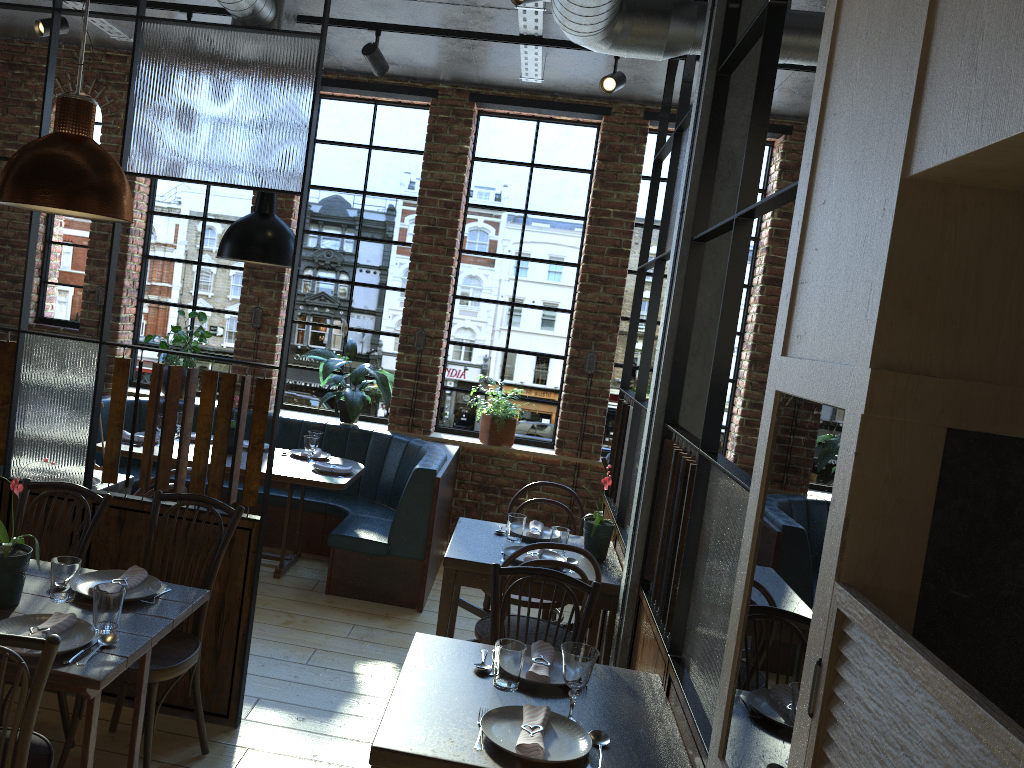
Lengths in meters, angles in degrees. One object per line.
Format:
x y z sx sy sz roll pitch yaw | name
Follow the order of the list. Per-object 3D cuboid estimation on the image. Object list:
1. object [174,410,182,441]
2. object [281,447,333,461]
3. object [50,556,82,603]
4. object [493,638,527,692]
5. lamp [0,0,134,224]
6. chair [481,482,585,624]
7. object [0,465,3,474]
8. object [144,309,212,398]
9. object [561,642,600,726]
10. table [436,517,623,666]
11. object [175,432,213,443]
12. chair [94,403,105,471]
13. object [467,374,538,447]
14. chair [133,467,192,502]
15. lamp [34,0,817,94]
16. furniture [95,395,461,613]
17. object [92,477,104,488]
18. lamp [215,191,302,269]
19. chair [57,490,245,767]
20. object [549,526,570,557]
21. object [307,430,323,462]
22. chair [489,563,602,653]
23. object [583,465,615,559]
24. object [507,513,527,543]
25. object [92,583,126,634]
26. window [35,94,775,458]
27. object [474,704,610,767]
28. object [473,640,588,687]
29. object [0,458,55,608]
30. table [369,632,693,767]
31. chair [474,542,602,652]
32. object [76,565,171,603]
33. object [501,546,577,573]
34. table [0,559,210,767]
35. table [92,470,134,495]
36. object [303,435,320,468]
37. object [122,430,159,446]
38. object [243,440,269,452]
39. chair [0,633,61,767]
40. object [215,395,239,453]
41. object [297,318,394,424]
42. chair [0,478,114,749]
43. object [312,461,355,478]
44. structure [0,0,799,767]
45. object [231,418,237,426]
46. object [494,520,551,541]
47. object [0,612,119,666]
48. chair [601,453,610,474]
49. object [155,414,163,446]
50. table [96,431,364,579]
-2.161 0.273 5.721 0.103 0.191 0.094 10 4 33 | object
-1.337 0.449 5.775 0.330 0.051 0.266 8 4 8 | object
-1.322 0.579 2.602 0.080 0.119 0.088 5 4 -34 | object
-0.010 0.767 2.399 0.088 0.119 0.080 10 4 35 | object
-1.158 -1.137 2.427 0.356 1.334 0.381 6 4 -24 | lamp
0.084 0.971 4.308 0.453 0.920 0.531 9 4 20 | chair
-2.178 0.233 3.692 0.218 0.426 0.132 10 4 38 | object
-2.460 -0.229 6.615 0.534 0.662 0.370 10 4 28 | object
0.159 0.765 2.232 0.102 0.191 0.095 9 4 24 | object
0.053 1.091 3.954 0.757 0.726 0.745 8 4 4 | table
-2.106 0.342 5.854 0.330 0.051 0.266 8 4 8 | object
-2.303 0.602 4.524 0.517 1.005 0.467 6 4 -24 | chair
-0.090 0.196 6.357 0.480 0.482 0.403 9 4 26 | object
-1.700 0.768 3.849 0.571 0.920 0.421 10 4 26 | chair
-1.452 -1.662 1.744 7.294 0.274 6.215 8 4 4 | lamp
-1.735 0.671 5.822 2.638 0.821 1.353 8 4 5 | furniture
-1.982 0.428 3.966 0.273 0.051 0.321 8 4 7 | object
-1.469 -1.398 5.395 0.548 1.325 0.511 9 4 21 | lamp
-1.260 0.881 3.087 0.412 0.914 0.514 8 4 8 | chair
0.204 0.690 3.849 0.081 0.119 0.087 6 4 -27 | object
-1.264 0.399 5.617 0.103 0.191 0.094 10 4 33 | object
0.025 1.078 2.706 0.412 0.914 0.514 8 4 8 | chair
0.388 0.555 3.936 0.142 0.426 0.209 6 4 -26 | object
0.017 0.654 4.004 0.081 0.119 0.087 6 4 -27 | object
-1.114 0.619 2.426 0.082 0.119 0.087 6 4 -20 | object
-2.756 -1.080 5.859 8.196 2.428 3.579 5 4 -29 | window
0.075 0.834 2.110 0.330 0.051 0.266 8 4 8 | object
0.059 0.801 2.543 0.330 0.051 0.266 8 4 8 | object
-1.442 0.416 2.503 0.154 0.426 0.192 10 4 37 | object
0.013 1.203 2.337 0.757 0.726 0.745 8 4 4 | table
0.073 1.023 3.566 0.436 0.920 0.553 8 4 -5 | chair
-1.242 0.616 2.736 0.330 0.051 0.266 8 4 8 | object
0.114 0.724 3.713 0.330 0.051 0.266 8 4 8 | object
-1.549 0.978 2.576 1.041 0.727 0.722 8 4 5 | table
-2.273 0.781 3.994 0.757 0.726 0.745 8 4 4 | table
-1.242 0.417 5.409 0.103 0.191 0.094 10 4 33 | object
-2.342 0.335 5.524 0.273 0.051 0.321 8 4 7 | object
-1.737 0.394 5.812 0.330 0.051 0.266 8 4 8 | object
-1.311 0.944 2.121 0.392 0.914 0.538 6 4 -22 | chair
-1.765 0.218 5.547 0.226 0.431 0.132 9 4 23 | object
-1.198 -0.097 6.382 0.738 0.751 0.604 8 4 3 | object
-1.712 0.827 3.010 0.412 0.914 0.514 8 4 8 | chair
-1.090 0.509 5.408 0.273 0.051 0.321 8 4 7 | object
-1.369 -0.222 1.392 5.741 3.324 6.152 7 4 -13 | structure
-1.795 0.324 5.683 0.103 0.191 0.094 10 4 33 | object
0.085 0.688 4.157 0.330 0.051 0.266 8 4 8 | object
-1.213 0.651 2.301 0.330 0.051 0.266 8 4 8 | object
0.829 0.956 5.866 0.541 0.914 0.390 9 4 24 | chair
-2.178 0.289 5.472 0.103 0.191 0.094 10 4 33 | object
-1.762 0.769 5.558 1.555 0.660 0.816 8 4 5 | table
